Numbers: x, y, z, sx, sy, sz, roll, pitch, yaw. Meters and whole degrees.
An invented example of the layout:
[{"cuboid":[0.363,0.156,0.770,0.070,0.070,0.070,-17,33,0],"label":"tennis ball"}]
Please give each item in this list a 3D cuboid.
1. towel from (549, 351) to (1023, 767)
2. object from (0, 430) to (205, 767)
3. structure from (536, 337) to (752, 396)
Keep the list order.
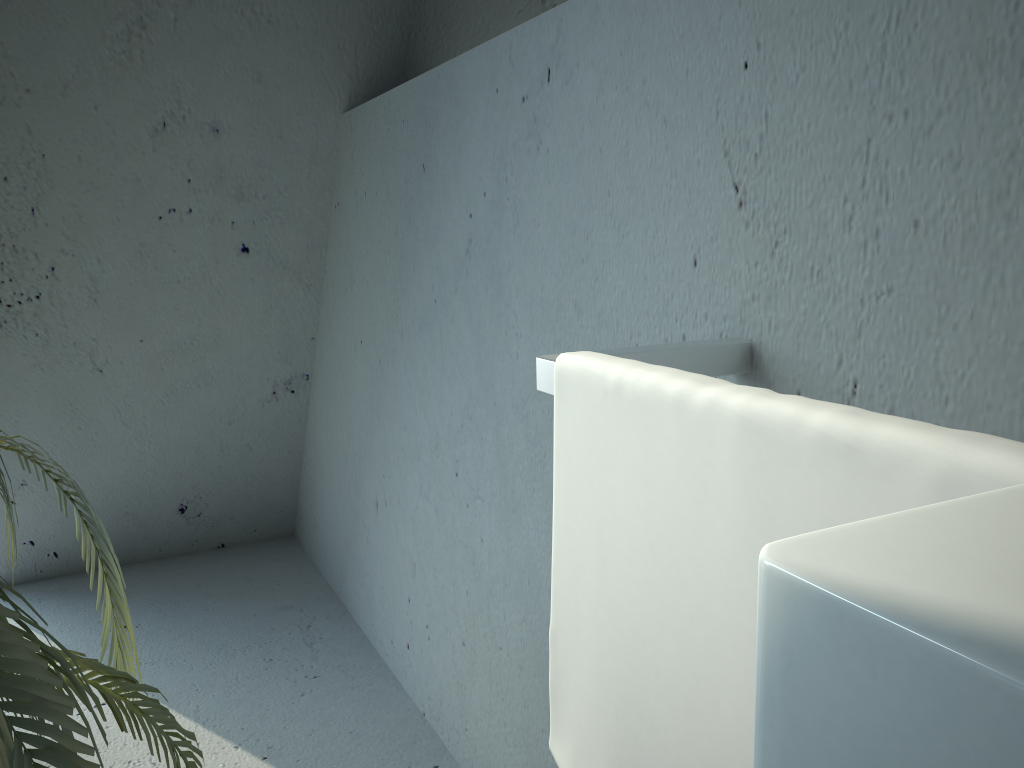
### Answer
[{"cuboid":[0.139,0.213,0.559,0.063,0.429,0.455,-6,11,-24],"label":"towel"},{"cuboid":[-0.992,0.372,1.051,1.132,0.893,1.112,7,13,42],"label":"object"},{"cuboid":[0.215,0.015,0.565,0.206,0.030,0.480,-6,11,-25],"label":"structure"}]
